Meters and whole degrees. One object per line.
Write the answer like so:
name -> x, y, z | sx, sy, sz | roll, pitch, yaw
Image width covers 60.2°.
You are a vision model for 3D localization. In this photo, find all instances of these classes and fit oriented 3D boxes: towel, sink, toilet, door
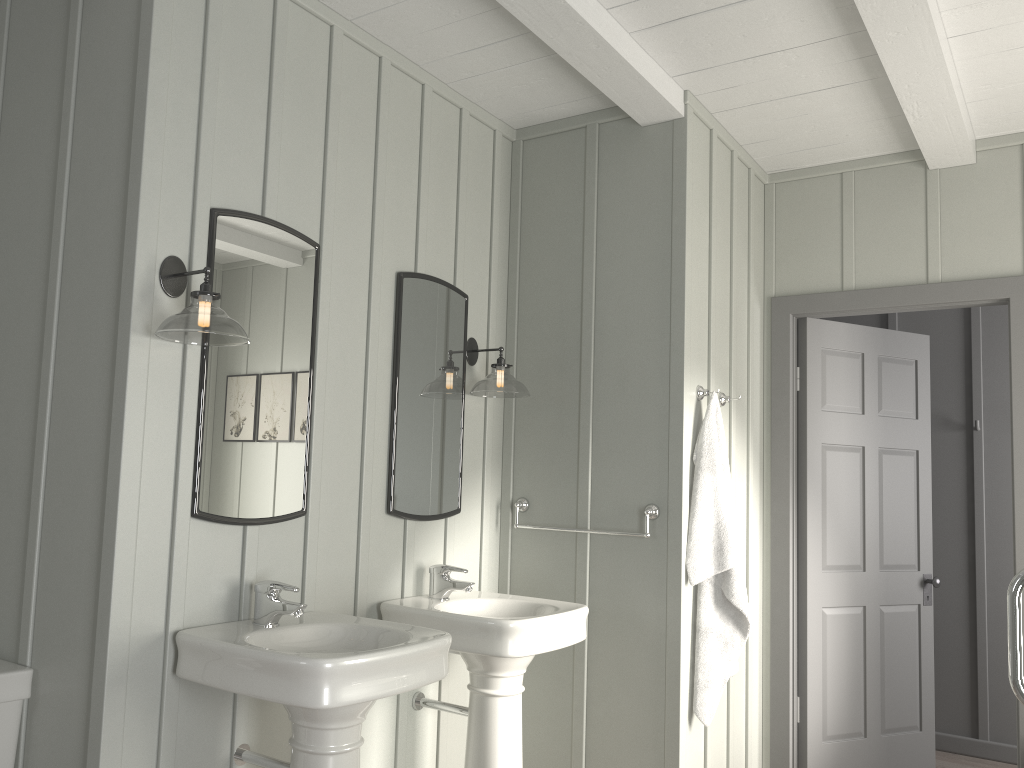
towel -> 0.774, 0.626, 3.232 | 0.167, 1.202, 0.308 | -2, -7, 38
sink -> -0.090, 1.129, 2.934 | 0.586, 1.012, 0.551 | -2, -7, 33
toilet -> -1.516, 1.102, 2.141 | 0.343, 0.786, 0.508 | -2, -7, 33
sink -> -0.513, 1.039, 2.277 | 0.586, 1.012, 0.551 | -2, -7, 33
door -> -0.312, 0.348, 1.325 | 4.404, 2.192, 7.534 | -2, -7, 33

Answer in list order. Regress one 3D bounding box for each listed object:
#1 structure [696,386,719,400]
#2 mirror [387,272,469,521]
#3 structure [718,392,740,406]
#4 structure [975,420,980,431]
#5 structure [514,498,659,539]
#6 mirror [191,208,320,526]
structure -> 0.738, 0.033, 3.315 | 0.082, 0.056, 0.055 | -2, -7, 34
mirror -> -0.292, 0.049, 3.185 | 0.015, 0.882, 0.411 | -2, -7, 33
structure -> 0.870, 0.061, 3.520 | 0.082, 0.056, 0.055 | -2, -7, 34
structure -> 2.457, 0.222, 4.658 | 0.020, 0.051, 0.131 | -2, -7, 33
structure -> 0.262, 0.505, 3.353 | 0.622, 0.122, 0.053 | -2, -7, 34
mirror -> -0.716, -0.041, 2.523 | 0.015, 0.882, 0.411 | -2, -7, 33
